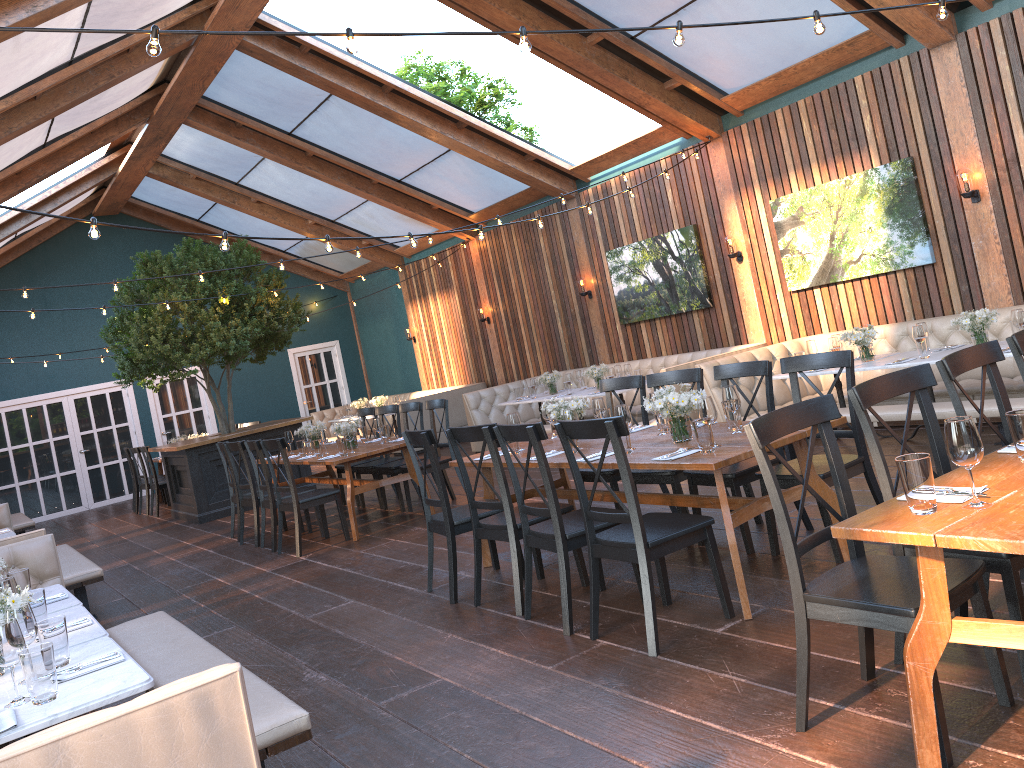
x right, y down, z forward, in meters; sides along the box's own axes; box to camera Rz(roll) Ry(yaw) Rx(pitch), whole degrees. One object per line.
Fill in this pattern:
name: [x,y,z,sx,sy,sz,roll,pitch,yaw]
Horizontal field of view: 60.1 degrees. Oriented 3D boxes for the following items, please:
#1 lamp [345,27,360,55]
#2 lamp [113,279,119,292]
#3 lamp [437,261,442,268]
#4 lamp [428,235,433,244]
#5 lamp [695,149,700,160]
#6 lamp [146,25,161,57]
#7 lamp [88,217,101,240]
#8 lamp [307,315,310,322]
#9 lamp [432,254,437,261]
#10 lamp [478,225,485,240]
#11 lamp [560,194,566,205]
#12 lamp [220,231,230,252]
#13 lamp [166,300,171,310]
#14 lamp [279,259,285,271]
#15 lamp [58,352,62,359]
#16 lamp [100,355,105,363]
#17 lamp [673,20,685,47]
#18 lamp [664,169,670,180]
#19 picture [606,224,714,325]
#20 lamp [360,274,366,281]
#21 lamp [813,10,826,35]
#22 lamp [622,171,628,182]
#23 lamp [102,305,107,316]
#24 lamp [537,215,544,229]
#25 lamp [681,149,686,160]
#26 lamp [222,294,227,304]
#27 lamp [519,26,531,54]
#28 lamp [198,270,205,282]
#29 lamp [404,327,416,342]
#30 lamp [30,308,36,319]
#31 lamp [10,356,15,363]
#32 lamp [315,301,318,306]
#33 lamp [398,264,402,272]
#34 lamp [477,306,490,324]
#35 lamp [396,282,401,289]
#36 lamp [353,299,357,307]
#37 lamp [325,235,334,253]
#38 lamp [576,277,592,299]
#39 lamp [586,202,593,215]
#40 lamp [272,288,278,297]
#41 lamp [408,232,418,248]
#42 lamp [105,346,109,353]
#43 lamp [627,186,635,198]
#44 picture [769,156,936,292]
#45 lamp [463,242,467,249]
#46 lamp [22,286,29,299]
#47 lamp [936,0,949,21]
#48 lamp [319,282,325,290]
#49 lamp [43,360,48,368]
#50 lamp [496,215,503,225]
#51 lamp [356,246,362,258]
lamp: [-0.667,-1.424,3.667,0.056,0.121,0.057,-12,0,33]
lamp: [-3.711,-0.921,8.276,0.057,0.121,0.056,-12,0,-24]
lamp: [-1.186,-1.963,14.488,0.074,0.115,0.056,-12,0,-27]
lamp: [-0.850,-1.504,9.159,0.056,0.117,0.067,-12,0,20]
lamp: [2.031,-2.520,9.719,0.056,0.119,0.063,-12,0,40]
lamp: [-1.405,-1.344,3.475,0.074,0.114,0.056,-12,0,13]
lamp: [-2.143,-0.798,4.529,0.057,0.120,0.056,-11,-1,-36]
lamp: [-3.224,-1.041,13.960,0.056,0.121,0.056,-12,0,33]
lamp: [-1.219,-1.995,13.902,0.064,0.118,0.056,-12,0,-24]
lamp: [-0.245,-1.179,6.902,0.056,0.121,0.056,-12,0,-14]
lamp: [0.549,-1.996,9.557,0.064,0.119,0.056,-12,0,-40]
lamp: [-1.670,-0.825,5.125,0.056,0.120,0.056,-12,0,17]
lamp: [-4.060,-0.930,10.435,0.056,0.121,0.057,-12,-1,38]
lamp: [-2.272,-1.173,8.714,0.056,0.121,0.057,-12,0,32]
lamp: [-7.459,-0.468,14.588,0.056,0.121,0.056,-12,0,-9]
lamp: [-6.084,-0.370,13.129,0.056,0.119,0.060,-12,0,4]
lamp: [0.769,-1.626,4.111,0.057,0.120,0.056,-11,-1,-39]
lamp: [1.605,-2.175,9.171,0.060,0.119,0.056,-12,0,-11]
picture: [1.805,-1.333,11.087,0.065,0.999,1.640,-11,1,-33]
lamp: [-2.148,-1.539,12.756,0.057,0.117,0.067,-11,0,-36]
lamp: [1.498,-1.767,4.328,0.056,0.121,0.056,-12,0,25]
lamp: [1.241,-2.284,9.733,0.056,0.120,0.056,-12,0,10]
lamp: [-4.545,-0.819,9.850,0.056,0.120,0.057,-12,-1,44]
lamp: [0.237,-1.371,7.475,0.056,0.121,0.057,-12,-1,44]
lamp: [1.920,-2.573,9.913,0.056,0.121,0.056,-12,0,-11]
lamp: [-3.587,-1.056,11.029,0.056,0.121,0.056,-12,0,-8]
lamp: [0.051,-1.516,3.894,0.056,0.121,0.056,-12,0,-18]
lamp: [-2.989,-1.036,8.504,0.056,0.121,0.056,-12,0,8]
lamp: [-1.949,-0.936,16.833,0.179,0.320,0.145,-12,0,-33]
lamp: [-5.017,-0.735,9.251,0.056,0.120,0.056,-12,0,23]
lamp: [-7.905,-0.385,13.991,0.057,0.120,0.056,-11,0,-31]
lamp: [-4.113,-1.690,18.619,0.056,0.121,0.057,-12,-1,39]
lamp: [-1.690,-1.750,13.344,0.056,0.121,0.057,-12,-1,39]
lamp: [-0.478,-1.131,14.538,0.179,0.320,0.145,-12,0,-33]
lamp: [-1.832,-1.597,14.312,0.065,0.118,0.057,-12,0,33]
lamp: [-2.517,-1.295,14.134,0.056,0.121,0.056,-12,-1,34]
lamp: [-1.188,-0.906,5.721,0.057,0.121,0.056,-11,-1,-34]
lamp: [0.993,-1.326,12.245,0.179,0.320,0.145,-12,0,-33]
lamp: [0.702,-1.600,8.049,0.056,0.121,0.056,-12,0,-5]
lamp: [-3.100,-1.197,11.603,0.056,0.119,0.060,-12,0,42]
lamp: [-0.705,-1.028,6.309,0.057,0.120,0.056,-12,0,-27]
lamp: [-6.954,-0.595,15.185,0.066,0.118,0.056,-12,0,11]
lamp: [1.158,-1.868,8.615,0.071,0.116,0.056,-12,0,-11]
picture: [3.305,-1.533,8.760,0.065,0.999,1.640,-11,1,-33]
lamp: [-0.773,-2.273,14.478,0.056,0.120,0.056,-12,0,-4]
lamp: [-4.435,-0.834,8.049,0.056,0.121,0.056,-12,0,-21]
lamp: [2.208,-1.927,4.548,0.059,0.119,0.057,-12,0,37]
lamp: [-2.618,-1.357,12.182,0.060,0.119,0.056,-12,0,-9]
lamp: [-6.782,-0.296,12.864,0.056,0.115,0.074,-12,0,10]
lamp: [-0.134,-1.729,9.351,0.056,0.121,0.056,-12,0,-12]
lamp: [-1.554,-1.328,8.932,0.056,0.121,0.056,-12,0,-18]
